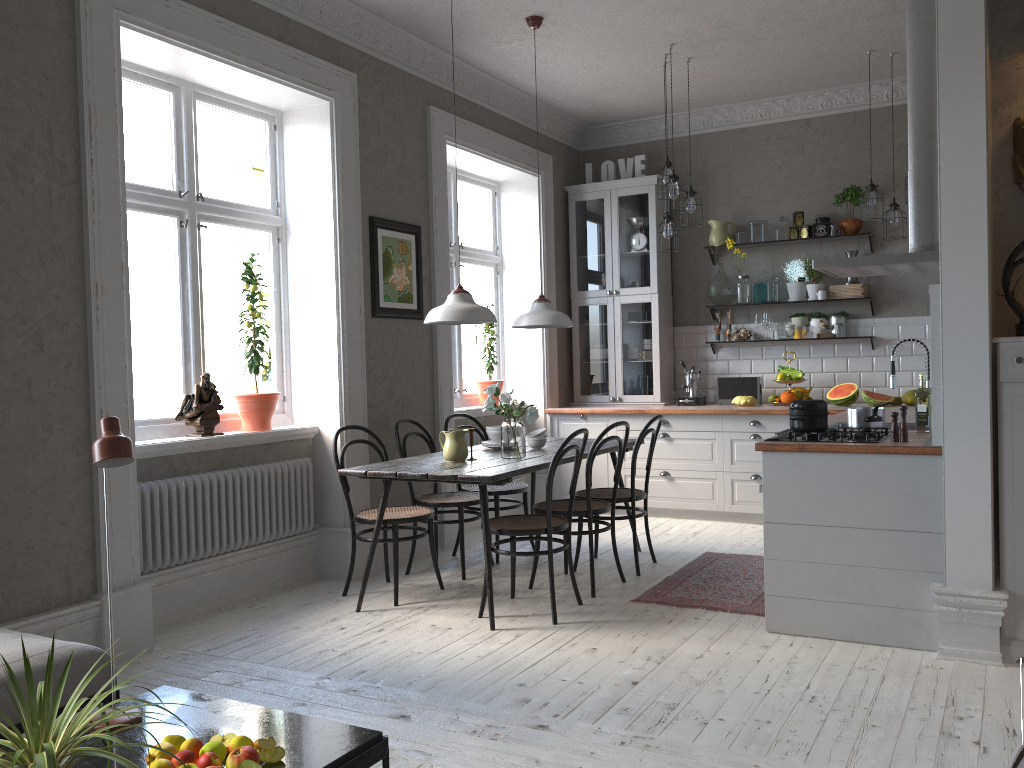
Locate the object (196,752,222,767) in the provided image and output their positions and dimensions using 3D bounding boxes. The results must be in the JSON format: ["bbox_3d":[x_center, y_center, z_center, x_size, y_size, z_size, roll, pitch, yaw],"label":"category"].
[{"bbox_3d":[-0.708,0.890,2.067,0.056,0.058,0.059,-1,1,20],"label":"object"}]

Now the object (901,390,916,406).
[{"bbox_3d":[2.928,0.101,6.437,0.205,0.119,0.131,-2,1,-9],"label":"object"}]

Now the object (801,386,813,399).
[{"bbox_3d":[2.296,0.059,6.902,0.128,0.120,0.060,-3,2,-38],"label":"object"}]

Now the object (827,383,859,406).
[{"bbox_3d":[2.463,0.082,6.599,0.222,0.174,0.231,-3,2,-39],"label":"object"}]

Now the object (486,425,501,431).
[{"bbox_3d":[-0.064,0.302,5.323,0.177,0.094,0.182,-1,1,20],"label":"object"}]

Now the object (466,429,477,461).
[{"bbox_3d":[-0.218,0.323,4.742,0.058,0.167,0.060,0,2,42],"label":"object"}]

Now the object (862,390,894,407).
[{"bbox_3d":[2.662,0.104,6.435,0.222,0.127,0.150,-1,1,11],"label":"object"}]

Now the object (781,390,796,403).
[{"bbox_3d":[2.129,0.098,6.832,0.113,0.111,0.111,-2,1,-4],"label":"object"}]

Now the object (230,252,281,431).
[{"bbox_3d":[-1.427,-0.238,4.895,0.274,0.991,0.266,-2,2,-22],"label":"object"}]

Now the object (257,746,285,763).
[{"bbox_3d":[-0.584,0.895,2.142,0.068,0.037,0.046,-2,2,-35],"label":"object"}]

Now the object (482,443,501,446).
[{"bbox_3d":[-0.062,0.366,5.325,0.238,0.027,0.237,-2,1,-3],"label":"object"}]

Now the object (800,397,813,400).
[{"bbox_3d":[2.288,0.116,6.966,0.055,0.044,0.214,-2,1,-22],"label":"object"}]

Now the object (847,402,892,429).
[{"bbox_3d":[1.720,0.145,4.178,0.178,0.134,0.298,-2,2,-26],"label":"object"}]

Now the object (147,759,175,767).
[{"bbox_3d":[-0.804,0.889,2.020,0.069,0.066,0.071,0,2,44],"label":"object"}]

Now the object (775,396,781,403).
[{"bbox_3d":[2.111,0.122,6.967,0.090,0.057,0.084,-2,2,-29],"label":"object"}]

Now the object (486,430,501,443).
[{"bbox_3d":[-0.064,0.322,5.324,0.177,0.094,0.182,-1,1,20],"label":"object"}]

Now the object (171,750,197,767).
[{"bbox_3d":[-0.773,0.892,2.084,0.057,0.056,0.061,-1,1,16],"label":"object"}]

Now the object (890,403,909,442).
[{"bbox_3d":[1.680,0.168,3.841,0.071,0.167,0.036,-1,2,28],"label":"object"}]

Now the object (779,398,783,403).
[{"bbox_3d":[2.132,0.130,6.974,0.069,0.076,0.231,-1,1,12],"label":"object"}]

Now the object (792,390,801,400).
[{"bbox_3d":[2.201,0.083,6.879,0.089,0.078,0.087,-2,2,-35],"label":"object"}]

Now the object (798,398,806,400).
[{"bbox_3d":[2.241,0.129,6.850,0.069,0.051,0.089,-2,1,-13],"label":"object"}]

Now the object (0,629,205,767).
[{"bbox_3d":[-0.940,0.729,1.839,0.677,0.420,0.716,-3,2,-43],"label":"object"}]

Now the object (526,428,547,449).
[{"bbox_3d":[0.146,0.325,5.261,0.122,0.119,0.130,0,2,45],"label":"object"}]

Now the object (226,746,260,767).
[{"bbox_3d":[-0.631,0.885,2.077,0.076,0.064,0.073,-2,2,-30],"label":"object"}]

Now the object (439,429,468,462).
[{"bbox_3d":[-0.307,0.325,4.694,0.151,0.170,0.135,-2,1,-10],"label":"object"}]

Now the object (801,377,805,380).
[{"bbox_3d":[2.260,-0.038,6.911,0.051,0.050,0.050,0,2,38],"label":"object"}]

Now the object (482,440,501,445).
[{"bbox_3d":[-0.062,0.358,5.325,0.242,0.027,0.232,-3,2,-38],"label":"object"}]

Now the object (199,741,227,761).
[{"bbox_3d":[-0.719,0.889,2.128,0.062,0.058,0.061,-2,1,-16],"label":"object"}]

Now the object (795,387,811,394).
[{"bbox_3d":[2.276,0.052,6.922,0.125,0.056,0.060,-1,1,21],"label":"object"}]

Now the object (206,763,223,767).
[{"bbox_3d":[-0.674,0.891,2.003,0.057,0.058,0.056,-3,2,-37],"label":"object"}]

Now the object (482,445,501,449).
[{"bbox_3d":[-0.062,0.375,5.325,0.242,0.027,0.232,-3,2,-43],"label":"object"}]

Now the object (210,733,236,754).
[{"bbox_3d":[-0.717,0.897,2.199,0.063,0.039,0.067,-1,2,35],"label":"object"}]

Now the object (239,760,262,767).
[{"bbox_3d":[-0.603,0.891,2.018,0.057,0.053,0.061,-1,2,35],"label":"object"}]

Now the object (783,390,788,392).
[{"bbox_3d":[2.207,0.081,7.017,0.157,0.076,0.077,-2,2,-35],"label":"object"}]

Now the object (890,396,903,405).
[{"bbox_3d":[2.835,0.124,6.545,0.201,0.073,0.119,-2,1,-8],"label":"object"}]

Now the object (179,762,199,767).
[{"bbox_3d":[-0.735,0.889,2.009,0.063,0.063,0.060,-2,2,-30],"label":"object"}]

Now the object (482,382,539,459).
[{"bbox_3d":[-0.001,0.193,4.761,0.306,0.414,0.256,-1,2,27],"label":"object"}]

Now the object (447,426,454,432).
[{"bbox_3d":[-0.323,0.319,4.923,0.095,0.172,0.096,-1,1,10],"label":"object"}]

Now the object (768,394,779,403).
[{"bbox_3d":[2.095,0.117,7.017,0.154,0.072,0.075,-2,2,-32],"label":"object"}]

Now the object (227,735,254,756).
[{"bbox_3d":[-0.658,0.885,2.148,0.059,0.062,0.064,-1,1,10],"label":"object"}]

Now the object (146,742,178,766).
[{"bbox_3d":[-0.834,0.888,2.105,0.066,0.066,0.072,-1,2,34],"label":"object"}]

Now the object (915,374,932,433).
[{"bbox_3d":[1.999,0.094,4.281,0.088,0.282,0.083,-1,2,29],"label":"object"}]

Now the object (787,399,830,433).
[{"bbox_3d":[1.373,0.148,4.100,0.189,0.147,0.194,-1,1,9],"label":"object"}]

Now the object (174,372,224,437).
[{"bbox_3d":[-1.612,0.106,4.556,0.118,0.329,0.241,-1,2,31],"label":"object"}]

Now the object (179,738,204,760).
[{"bbox_3d":[-0.777,0.890,2.149,0.057,0.058,0.059,-1,1,12],"label":"object"}]

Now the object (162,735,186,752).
[{"bbox_3d":[-0.840,0.892,2.181,0.068,0.055,0.059,-2,1,-4],"label":"object"}]

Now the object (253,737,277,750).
[{"bbox_3d":[-0.616,0.895,2.206,0.047,0.036,0.062,0,2,40],"label":"object"}]

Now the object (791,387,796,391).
[{"bbox_3d":[2.230,0.070,6.995,0.084,0.093,0.088,-1,2,25],"label":"object"}]
